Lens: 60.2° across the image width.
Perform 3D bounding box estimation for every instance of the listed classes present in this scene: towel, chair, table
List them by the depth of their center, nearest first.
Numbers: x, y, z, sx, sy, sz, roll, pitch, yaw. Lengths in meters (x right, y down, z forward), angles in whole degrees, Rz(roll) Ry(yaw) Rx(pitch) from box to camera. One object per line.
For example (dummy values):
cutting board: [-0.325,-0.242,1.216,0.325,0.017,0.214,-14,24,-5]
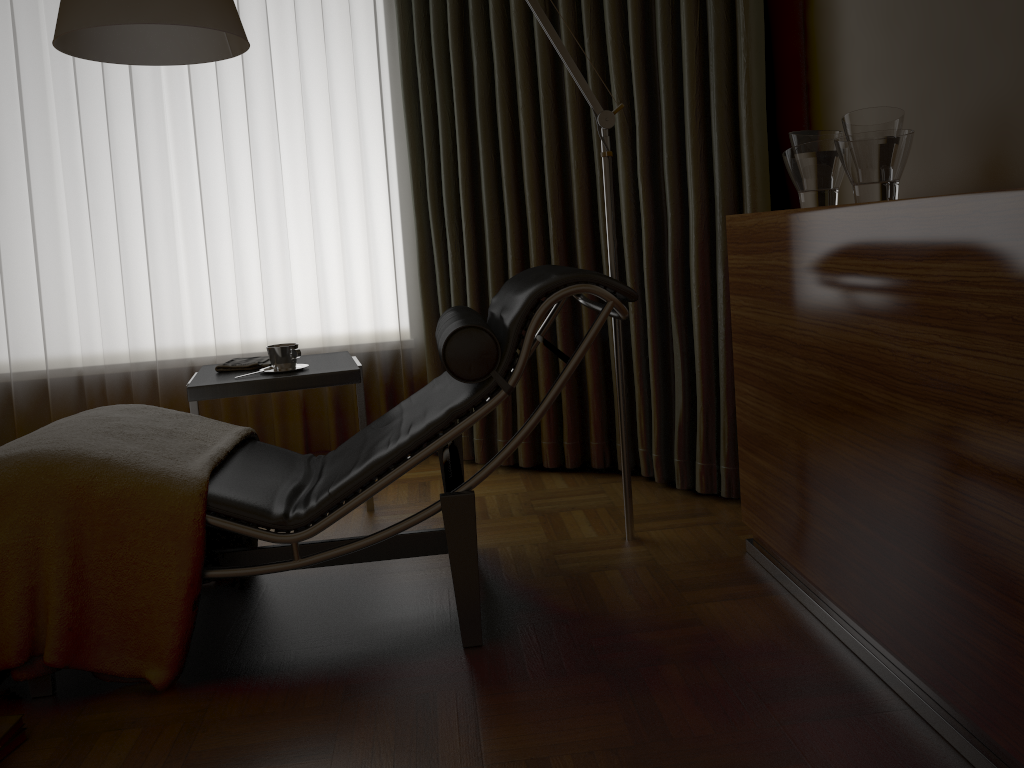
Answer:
chair: [-0.598,0.167,2.162,1.789,0.792,0.641,-5,6,-5]
table: [-0.762,-0.033,2.860,0.500,0.045,0.522,-6,10,-14]
towel: [-0.869,-0.068,2.925,0.178,0.035,0.243,-4,9,-1]

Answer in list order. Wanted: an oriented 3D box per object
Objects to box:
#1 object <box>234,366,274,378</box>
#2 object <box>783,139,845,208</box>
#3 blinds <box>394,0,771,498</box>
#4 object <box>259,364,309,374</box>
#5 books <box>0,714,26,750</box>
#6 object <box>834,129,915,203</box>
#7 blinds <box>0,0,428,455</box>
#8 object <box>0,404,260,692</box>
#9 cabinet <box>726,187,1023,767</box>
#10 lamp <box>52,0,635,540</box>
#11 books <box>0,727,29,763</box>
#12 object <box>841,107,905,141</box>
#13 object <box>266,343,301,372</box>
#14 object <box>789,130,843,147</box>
object: [-0.783,-0.036,2.682,0.124,0.019,0.029,-11,10,-36]
object: [0.729,-0.498,2.107,0.156,0.153,0.157,2,9,41]
blinds: [0.166,-0.899,3.149,1.533,2.434,0.226,1,6,40]
object: [-0.709,-0.046,2.752,0.150,0.009,0.151,-4,9,0]
books: [-1.021,0.669,1.554,0.189,0.020,0.267,-4,9,-1]
object: [0.756,-0.455,1.841,0.156,0.153,0.156,-6,7,-15]
blinds: [-1.462,-0.789,3.568,2.197,2.274,0.093,-5,4,-5]
object: [-1.114,0.358,2.138,0.909,0.516,0.926,-5,8,-5]
cabinet: [0.874,0.103,1.507,0.416,0.854,1.690,-5,8,-5]
lamp: [-0.366,-0.405,2.227,1.415,1.952,0.455,-4,5,-2]
books: [-1.036,0.691,1.552,0.200,0.022,0.283,-3,9,9]
object: [0.753,-0.494,1.838,0.123,0.149,0.123,-7,7,-26]
object: [-0.705,-0.083,2.749,0.111,0.078,0.099,-5,7,-4]
object: [0.726,-0.536,2.104,0.123,0.149,0.123,-7,7,-23]
